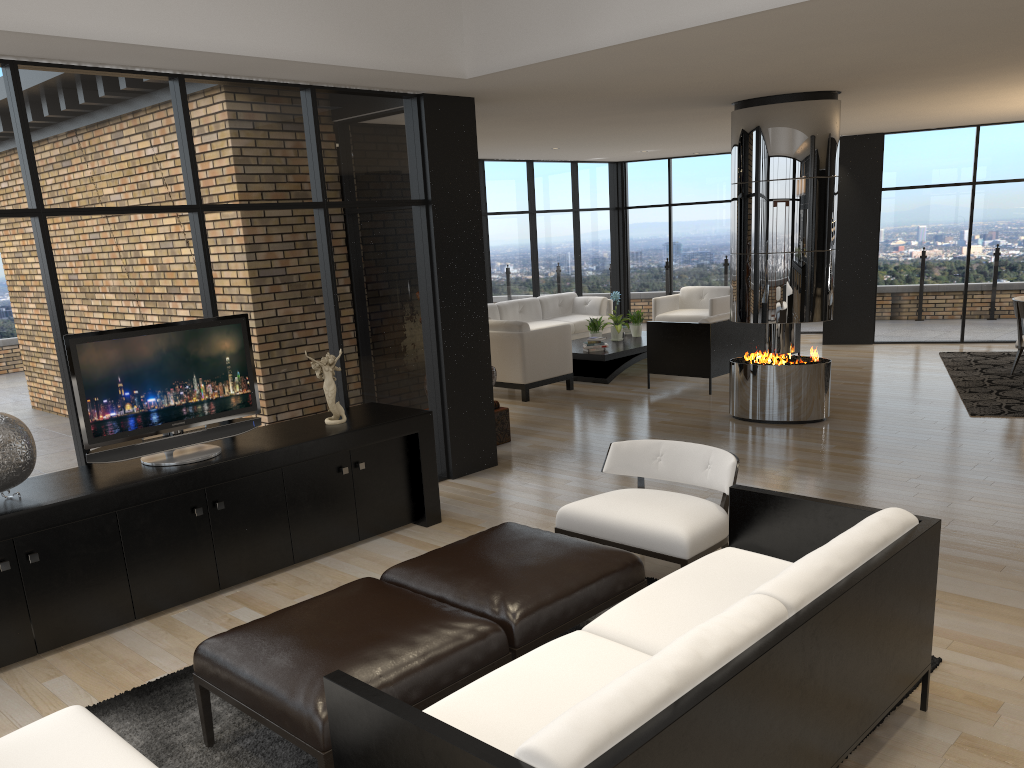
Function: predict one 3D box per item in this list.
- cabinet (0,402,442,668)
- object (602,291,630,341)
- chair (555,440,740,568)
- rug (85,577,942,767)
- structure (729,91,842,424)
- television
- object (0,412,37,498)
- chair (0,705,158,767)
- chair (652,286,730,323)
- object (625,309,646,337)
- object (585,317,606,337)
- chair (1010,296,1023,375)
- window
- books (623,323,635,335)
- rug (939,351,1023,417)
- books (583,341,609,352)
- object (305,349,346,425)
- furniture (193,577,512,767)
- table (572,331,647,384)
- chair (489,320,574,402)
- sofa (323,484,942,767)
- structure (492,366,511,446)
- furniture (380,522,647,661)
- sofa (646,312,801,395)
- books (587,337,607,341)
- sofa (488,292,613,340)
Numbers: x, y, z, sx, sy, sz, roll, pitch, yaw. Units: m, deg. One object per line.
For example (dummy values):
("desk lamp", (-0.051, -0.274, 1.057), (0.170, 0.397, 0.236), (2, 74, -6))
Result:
("cabinet", (-1.747, 0.757, 4.806), (0.616, 0.756, 2.999), (9, 16, 43))
("object", (1.349, -0.869, 11.262), (0.353, 0.645, 0.364), (-10, 15, -26))
("chair", (0.743, 0.693, 4.521), (0.799, 0.690, 0.675), (8, 17, 43))
("rug", (-0.186, 1.280, 3.449), (2.463, 0.012, 2.994), (7, 14, 45))
("structure", (2.368, -1.043, 7.756), (0.889, 2.803, 0.575), (5, 17, 31))
("television", (-1.782, 0.037, 4.637), (0.927, 0.727, 0.402), (-9, 15, -26))
("object", (-2.432, 0.339, 4.033), (0.463, 0.416, 0.455), (3, 14, 26))
("chair", (-1.342, 1.192, 2.391), (0.799, 0.690, 0.675), (8, 17, 43))
("chair", (2.645, -0.940, 12.631), (0.994, 0.874, 0.843), (8, 17, 43))
("object", (1.632, -0.808, 11.599), (0.284, 0.378, 0.210), (2, 15, 22))
("object", (1.040, -0.672, 11.026), (0.284, 0.378, 0.210), (-2, 14, 7))
("chair", (5.576, -0.500, 9.283), (0.614, 0.824, 0.631), (5, 15, 31))
("window", (1.105, -1.739, 6.069), (10.094, 4.890, 15.614), (3, 12, 31))
("books", (1.619, -0.755, 12.001), (0.223, 0.129, 0.301), (-1, 11, 12))
("rug", (5.961, -0.048, 8.921), (2.714, 0.011, 3.650), (1, 11, 22))
("books", (1.002, -0.465, 10.569), (0.307, 0.129, 0.219), (-5, 11, -7))
("object", (-1.083, 0.012, 5.295), (0.104, 0.469, 0.253), (11, 20, 44))
("furniture", (-0.580, 1.094, 3.250), (0.821, 0.494, 0.816), (7, 16, 43))
("table", (1.322, -0.374, 11.343), (1.255, 0.359, 2.005), (7, 14, 44))
("chair", (0.056, -0.332, 10.051), (0.994, 0.874, 0.843), (8, 17, 43))
("sofa", (0.521, 0.948, 2.763), (0.832, 0.821, 2.005), (9, 16, 43))
("structure", (-0.491, -0.261, 7.669), (0.725, 1.629, 0.509), (10, 19, 42))
("furniture", (0.006, 0.956, 3.836), (0.821, 0.494, 0.816), (7, 16, 43))
("sofa", (2.475, -0.478, 10.212), (0.832, 0.821, 2.005), (9, 16, 43))
("books", (1.014, -0.541, 10.547), (0.184, 0.027, 0.152), (4, 12, 35))
("sofa", (0.279, -0.736, 12.274), (0.848, 0.874, 2.659), (9, 16, 44))
